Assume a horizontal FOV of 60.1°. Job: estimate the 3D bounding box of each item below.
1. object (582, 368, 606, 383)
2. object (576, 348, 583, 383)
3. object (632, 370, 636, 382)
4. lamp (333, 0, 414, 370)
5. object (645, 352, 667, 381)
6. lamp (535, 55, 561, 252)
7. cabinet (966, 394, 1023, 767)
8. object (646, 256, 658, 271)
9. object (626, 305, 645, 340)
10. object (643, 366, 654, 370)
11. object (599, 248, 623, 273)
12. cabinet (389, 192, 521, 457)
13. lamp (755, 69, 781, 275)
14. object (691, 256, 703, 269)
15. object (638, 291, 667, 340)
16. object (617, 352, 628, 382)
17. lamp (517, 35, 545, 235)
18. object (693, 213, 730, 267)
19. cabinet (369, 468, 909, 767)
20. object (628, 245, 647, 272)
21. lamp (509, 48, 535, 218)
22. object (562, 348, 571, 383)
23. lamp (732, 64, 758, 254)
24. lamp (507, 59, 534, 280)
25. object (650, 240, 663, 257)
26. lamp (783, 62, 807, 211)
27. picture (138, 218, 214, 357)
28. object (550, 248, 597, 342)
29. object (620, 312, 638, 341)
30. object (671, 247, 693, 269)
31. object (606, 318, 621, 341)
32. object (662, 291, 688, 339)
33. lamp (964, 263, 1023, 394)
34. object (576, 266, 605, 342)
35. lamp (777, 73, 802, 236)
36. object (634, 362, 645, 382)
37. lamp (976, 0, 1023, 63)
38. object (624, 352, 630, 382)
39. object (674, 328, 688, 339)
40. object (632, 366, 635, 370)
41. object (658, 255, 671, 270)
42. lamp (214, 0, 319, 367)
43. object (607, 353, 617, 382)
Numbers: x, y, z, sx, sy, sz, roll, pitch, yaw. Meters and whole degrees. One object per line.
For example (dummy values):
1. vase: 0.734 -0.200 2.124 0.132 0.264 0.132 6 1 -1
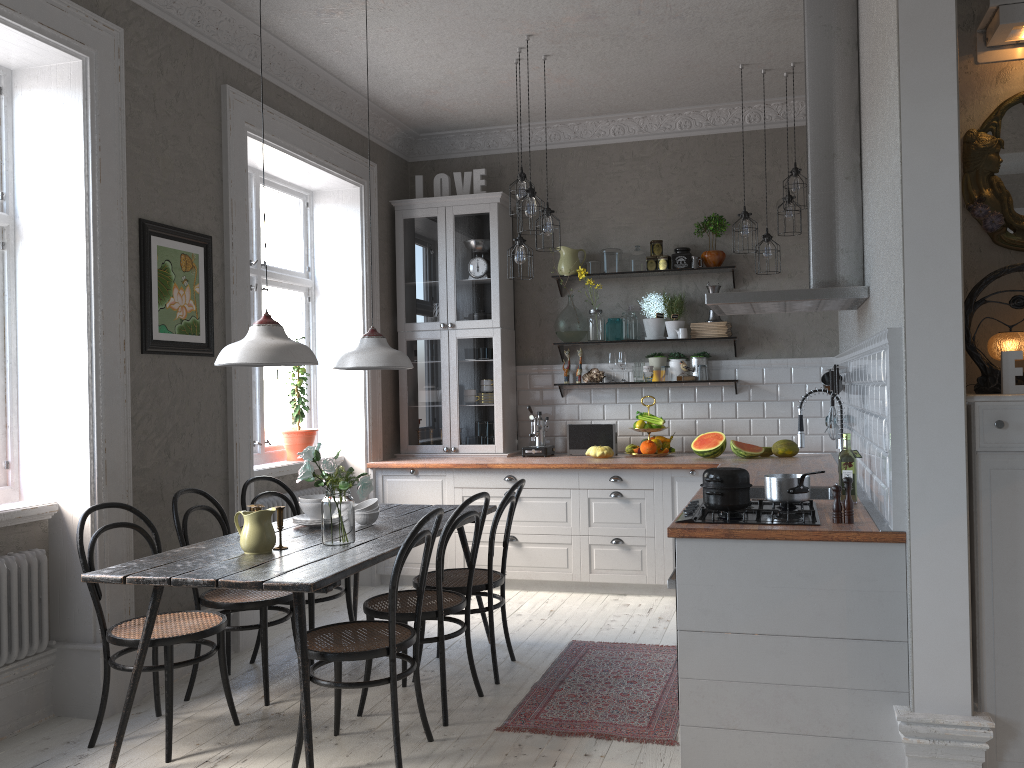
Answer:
1. object: 0.593 -0.062 6.455 0.178 0.111 0.096 -1 0 -7
2. object: 0.501 -0.135 6.506 0.063 0.264 0.052 -1 0 -38
3. object: 0.910 -0.057 6.427 0.076 0.083 0.079 -1 0 34
4. lamp: -0.681 -0.997 4.237 0.373 1.858 0.385 -1 0 24
5. object: 1.040 -0.127 6.400 0.157 0.217 0.155 -1 0 -4
6. lamp: 0.196 -1.655 5.220 0.146 1.735 0.147 -1 0 3
7. cabinet: 1.819 0.677 2.881 0.659 1.297 0.388 -1 0 16
8. object: 1.006 -0.853 6.345 0.082 0.113 0.084 -1 0 16
9. object: 0.906 -0.441 6.495 0.129 0.264 0.133 -1 0 22
10. object: 0.968 -0.102 6.287 0.077 0.051 0.077 -1 0 2
11. object: 0.721 -0.882 6.429 0.175 0.184 0.168 -1 0 -35
12. cabinet: -0.410 -0.403 6.612 0.870 1.921 0.392 -1 0 15
13. lamp: 1.579 -1.557 5.530 0.148 1.735 0.145 -1 0 -12
14. object: 1.298 -0.852 6.211 0.092 0.096 0.075 -1 0 17
15. object: 1.043 -0.492 6.394 0.240 0.354 0.239 -1 0 34
16. object: 0.792 -0.121 6.345 0.082 0.217 0.082 -1 0 2
17. lamp: 0.090 -1.705 4.920 0.149 1.735 0.144 -1 0 -27
18. object: 1.426 -1.005 6.231 0.255 0.397 0.246 -1 0 41
19. cabinet: 0.758 0.927 4.924 2.023 0.854 4.121 -1 0 -27
20. object: 0.920 -0.903 6.474 0.142 0.220 0.137 -1 0 -24
21. lamp: 0.043 -1.833 5.099 0.146 1.735 0.147 -1 0 3
22. object: 0.405 -0.132 6.549 0.053 0.264 0.061 -1 0 -13
23. lamp: 1.414 -1.676 5.434 0.150 1.735 0.143 -1 0 -42
24. lamp: 0.034 -1.492 5.268 0.148 1.735 0.145 -1 0 -17
25. object: 1.032 -0.966 6.325 0.083 0.113 0.082 -1 0 -4
26. lamp: 1.722 -1.941 5.424 0.148 1.735 0.145 -1 0 -12
27. picture: -1.609 -0.447 4.283 0.019 0.619 0.527 -1 0 17
28. object: 0.411 -0.640 6.460 0.338 0.674 0.334 -1 0 -15
29. object: 0.839 -0.412 6.355 0.122 0.206 0.127 -1 0 39
30. object: 1.220 -0.888 6.336 0.140 0.174 0.143 -1 0 16
31. object: 0.748 -0.393 6.474 0.124 0.172 0.128 -1 0 20
32. object: 1.154 -0.507 6.309 0.187 0.380 0.166 -1 0 -23
33. lamp: 1.739 -0.131 3.003 0.442 0.558 0.174 -1 0 23
34. object: 0.566 -0.575 6.372 0.190 0.540 0.282 -1 0 8
35. lamp: 1.736 -1.812 5.598 0.149 1.735 0.144 -1 0 -32
36. object: 0.916 -0.085 6.346 0.079 0.139 0.078 -1 0 -11
37. lamp: 1.836 -1.241 3.025 0.411 0.171 0.222 -1 0 16
38. object: 0.816 -0.121 6.433 0.082 0.217 0.082 -1 0 2
39. object: 1.201 -0.355 6.230 0.064 0.071 0.104 -1 0 -44
40. object: 0.909 -0.090 6.427 0.076 0.083 0.079 -1 0 34
41. object: 1.088 -0.855 6.319 0.081 0.113 0.084 -1 0 26
42. lamp: -0.950 -0.996 3.374 0.387 1.858 0.371 -1 0 -36
43. object: 0.734 -0.119 6.459 0.082 0.217 0.082 -1 0 2
